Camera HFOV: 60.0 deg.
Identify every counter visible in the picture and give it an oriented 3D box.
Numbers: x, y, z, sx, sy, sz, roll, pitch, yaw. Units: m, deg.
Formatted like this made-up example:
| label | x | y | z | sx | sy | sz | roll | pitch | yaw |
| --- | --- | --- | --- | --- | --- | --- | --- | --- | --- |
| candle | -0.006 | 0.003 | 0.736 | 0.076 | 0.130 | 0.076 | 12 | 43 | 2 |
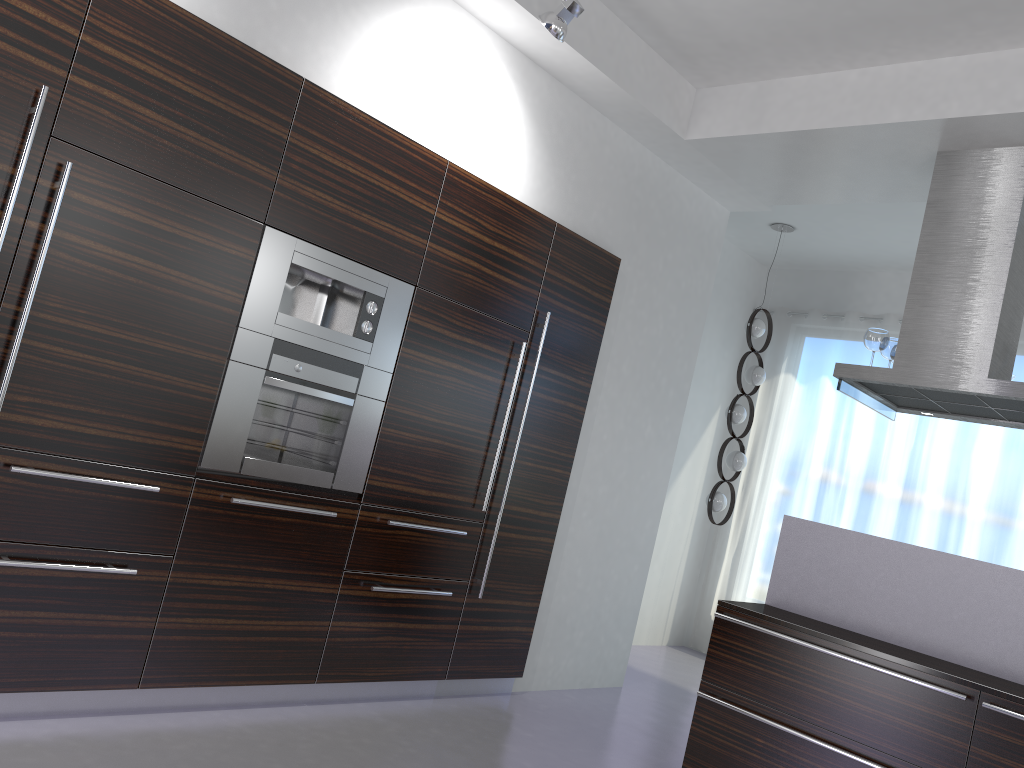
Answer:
| label | x | y | z | sx | sy | sz | roll | pitch | yaw |
| --- | --- | --- | --- | --- | --- | --- | --- | --- | --- |
| counter | 2.491 | 1.507 | 3.330 | 3.291 | 1.300 | 1.302 | 9 | -6 | 43 |

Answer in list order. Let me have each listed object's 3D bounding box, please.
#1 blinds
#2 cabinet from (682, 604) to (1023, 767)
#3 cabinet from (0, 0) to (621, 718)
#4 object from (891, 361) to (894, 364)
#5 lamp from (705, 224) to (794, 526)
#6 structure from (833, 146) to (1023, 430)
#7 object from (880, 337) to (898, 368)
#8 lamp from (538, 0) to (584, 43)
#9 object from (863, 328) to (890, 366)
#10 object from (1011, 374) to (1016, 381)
| label | x | y | z | sx | sy | sz | roll | pitch | yaw |
| --- | --- | --- | --- | --- | --- | --- | --- | --- | --- |
| blinds | 3.060 | 0.996 | 6.796 | 3.245 | 3.112 | 0.120 | 9 | -6 | 43 |
| cabinet | 2.429 | 1.722 | 3.306 | 3.285 | 0.852 | 1.377 | 9 | -6 | 43 |
| cabinet | -1.050 | 0.067 | 3.845 | 0.669 | 2.500 | 3.600 | 9 | -6 | 43 |
| object | 2.068 | -0.090 | 4.724 | 0.125 | 0.221 | 0.125 | 16 | -5 | -22 |
| lamp | 1.834 | -0.077 | 6.831 | 0.180 | 2.370 | 0.367 | 10 | -6 | 37 |
| structure | 2.389 | -0.419 | 4.483 | 0.981 | 1.231 | 0.915 | 9 | -6 | 43 |
| object | 1.966 | -0.124 | 4.609 | 0.125 | 0.221 | 0.125 | 16 | -5 | -22 |
| lamp | 0.290 | -1.693 | 3.530 | 0.171 | 0.511 | 0.605 | 15 | -5 | -15 |
| object | 1.835 | -0.166 | 4.497 | 0.125 | 0.221 | 0.125 | 16 | -5 | -22 |
| object | 2.521 | 0.035 | 4.602 | 0.137 | 0.174 | 0.137 | 13 | -5 | 8 |
